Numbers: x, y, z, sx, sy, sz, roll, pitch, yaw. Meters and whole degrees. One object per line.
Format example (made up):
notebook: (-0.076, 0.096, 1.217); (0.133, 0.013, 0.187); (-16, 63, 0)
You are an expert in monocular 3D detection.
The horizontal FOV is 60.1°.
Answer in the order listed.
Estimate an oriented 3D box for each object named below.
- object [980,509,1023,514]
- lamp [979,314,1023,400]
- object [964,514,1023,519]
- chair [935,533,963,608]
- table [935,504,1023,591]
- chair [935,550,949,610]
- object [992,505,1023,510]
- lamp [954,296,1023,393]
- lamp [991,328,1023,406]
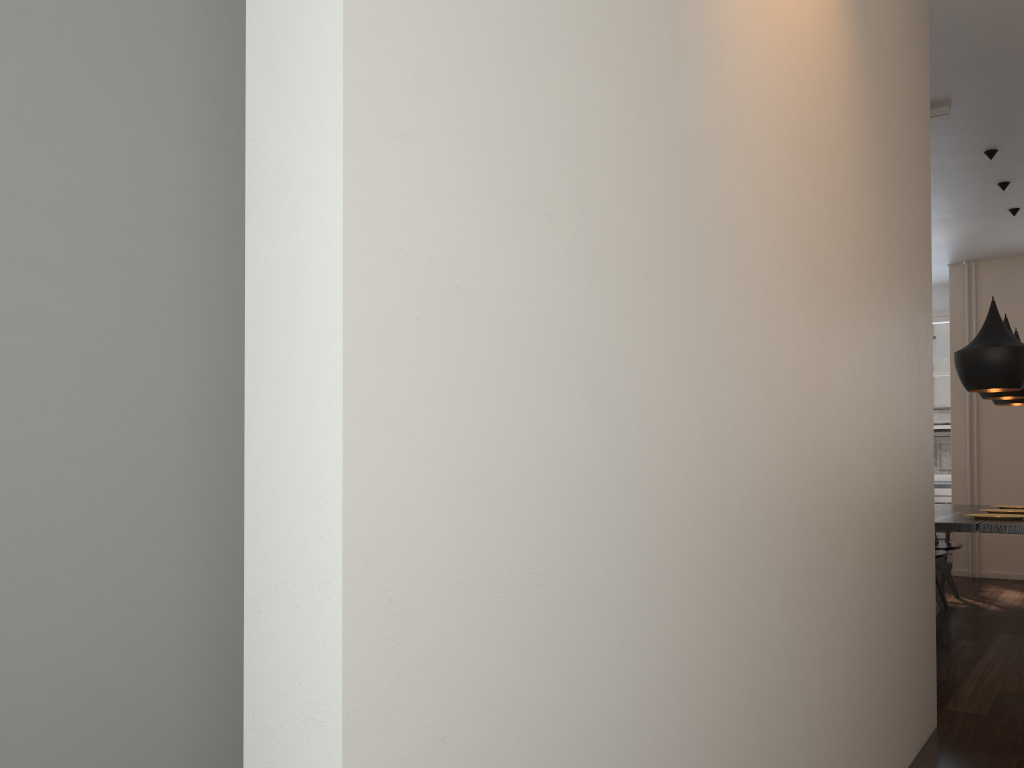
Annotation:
object: (3.173, 0.814, 5.636); (0.356, 0.016, 0.357); (-2, -6, 15)
lamp: (3.154, -0.179, 5.643); (0.411, 0.540, 0.412); (-1, -3, 11)
object: (2.796, 0.763, 5.085); (0.356, 0.016, 0.356); (-4, -7, 38)
chair: (2.999, 1.245, 6.462); (0.520, 0.669, 0.594); (-2, -3, 33)
table: (3.134, 1.163, 5.637); (1.108, 0.677, 2.507); (-3, -6, 34)
chair: (2.618, 1.193, 5.896); (0.520, 0.669, 0.594); (-2, -4, 35)
object: (3.551, 0.865, 6.187); (0.356, 0.016, 0.356); (-4, -7, 38)
lamp: (2.760, -0.232, 5.067); (0.411, 0.540, 0.412); (0, -3, -8)
lamp: (3.549, -0.126, 6.219); (0.411, 0.540, 0.412); (1, -3, -22)
